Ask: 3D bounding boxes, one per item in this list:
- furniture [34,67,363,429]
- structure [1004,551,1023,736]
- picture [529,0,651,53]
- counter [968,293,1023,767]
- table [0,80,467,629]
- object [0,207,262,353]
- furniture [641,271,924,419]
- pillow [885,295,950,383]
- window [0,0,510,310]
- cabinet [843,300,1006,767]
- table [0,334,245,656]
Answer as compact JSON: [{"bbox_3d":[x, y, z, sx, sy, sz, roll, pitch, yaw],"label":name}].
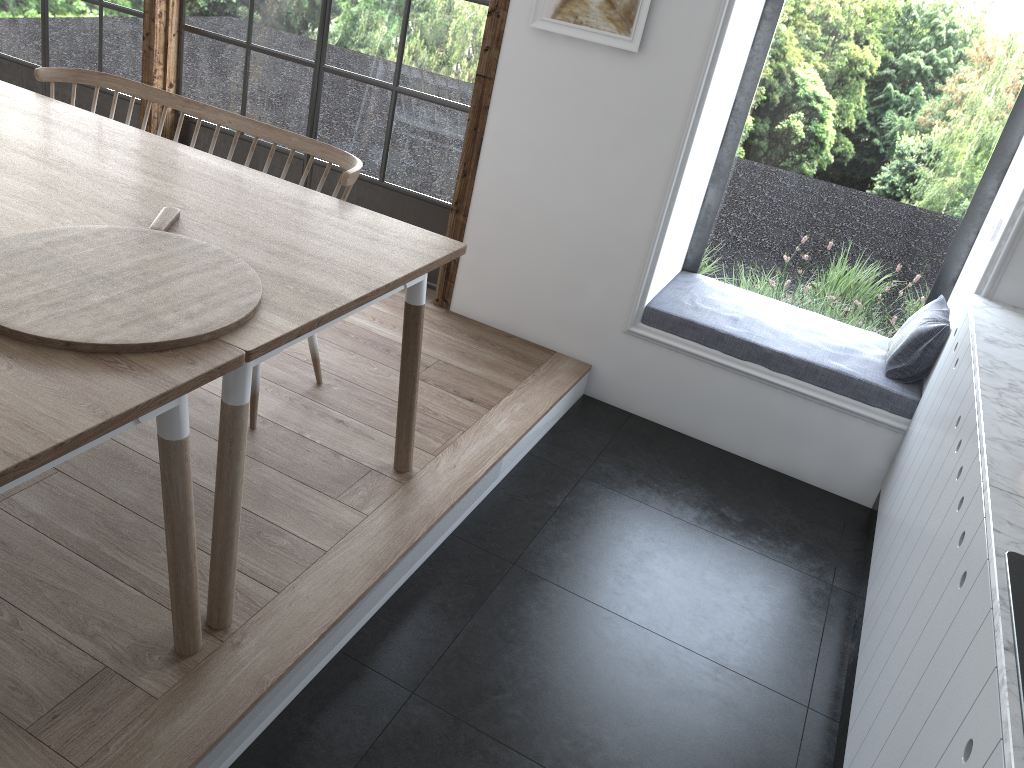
[{"bbox_3d":[-1.200,-0.518,3.043,1.393,0.798,0.539,22,27,20],"label":"furniture"},{"bbox_3d":[0.907,0.541,1.022,0.567,0.047,0.975,21,28,18],"label":"structure"},{"bbox_3d":[0.311,-1.477,3.163,0.445,0.463,0.029,23,27,20],"label":"picture"},{"bbox_3d":[0.530,0.882,0.292,0.593,0.020,6.079,21,28,17],"label":"counter"},{"bbox_3d":[-1.299,-0.270,2.593,2.091,0.738,0.928,22,28,20],"label":"table"},{"bbox_3d":[-0.850,-0.233,1.859,0.584,0.023,0.703,-14,36,-40],"label":"object"},{"bbox_3d":[1.104,-0.199,3.572,1.077,0.113,0.591,22,29,19],"label":"furniture"},{"bbox_3d":[1.536,-0.157,3.324,0.185,0.289,0.399,21,28,17],"label":"pillow"},{"bbox_3d":[-2.420,-2.302,4.449,5.535,2.223,0.160,22,27,20],"label":"window"},{"bbox_3d":[0.196,1.115,0.554,0.010,0.736,6.075,21,29,17],"label":"cabinet"},{"bbox_3d":[-1.682,0.058,1.811,2.091,0.738,0.928,22,28,20],"label":"table"}]
